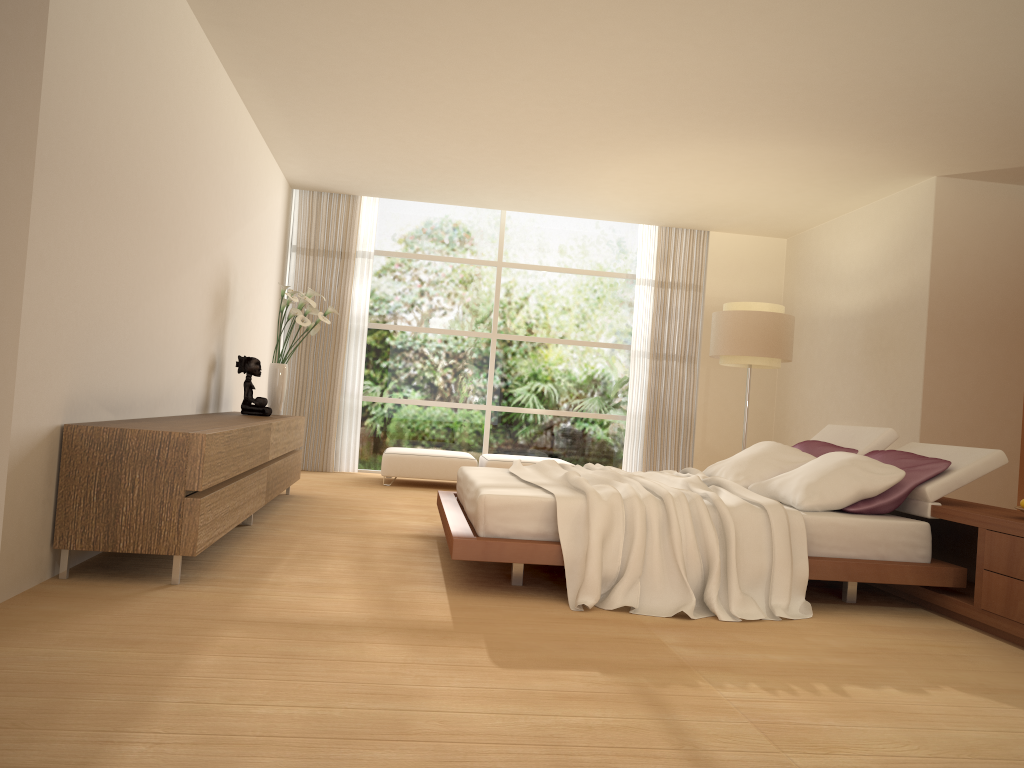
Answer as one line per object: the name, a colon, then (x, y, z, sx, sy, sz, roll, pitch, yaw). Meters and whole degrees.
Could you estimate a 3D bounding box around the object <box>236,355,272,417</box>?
object: (-1.971, 0.014, 6.793, 0.282, 0.453, 0.181, 4, -1, -7)

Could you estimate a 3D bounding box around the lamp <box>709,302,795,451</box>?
lamp: (2.250, 0.255, 8.496, 0.817, 2.018, 0.817, 3, -2, 36)

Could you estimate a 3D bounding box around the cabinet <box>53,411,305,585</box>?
cabinet: (-1.854, 0.553, 5.638, 0.588, 0.662, 3.713, 4, -1, -7)

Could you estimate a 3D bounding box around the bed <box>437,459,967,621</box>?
bed: (0.870, 0.796, 5.221, 2.535, 0.570, 2.599, 4, -1, -7)

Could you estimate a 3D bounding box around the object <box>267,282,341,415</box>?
object: (-1.762, -0.276, 7.320, 0.608, 1.085, 0.515, 3, -2, 41)

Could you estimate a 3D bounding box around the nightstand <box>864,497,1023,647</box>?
nightstand: (2.266, 0.921, 5.438, 0.493, 0.539, 4.220, 4, -1, -7)

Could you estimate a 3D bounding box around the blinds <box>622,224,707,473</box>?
blinds: (1.783, -0.404, 10.297, 0.814, 3.351, 0.202, 5, -1, -8)

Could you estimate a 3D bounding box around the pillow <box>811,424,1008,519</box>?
pillow: (2.241, 0.492, 5.445, 0.461, 0.457, 1.779, 5, -1, -7)

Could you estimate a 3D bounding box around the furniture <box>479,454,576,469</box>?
furniture: (0.150, 0.958, 9.419, 0.965, 0.346, 0.964, 4, -1, -7)

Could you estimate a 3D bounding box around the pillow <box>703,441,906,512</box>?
pillow: (1.643, 0.531, 5.357, 0.561, 0.339, 1.720, 4, -1, -7)

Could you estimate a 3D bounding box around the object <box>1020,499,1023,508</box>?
object: (2.479, 0.578, 4.062, 0.230, 0.084, 0.259, 5, -2, -37)

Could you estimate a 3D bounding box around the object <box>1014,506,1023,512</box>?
object: (2.485, 0.606, 4.046, 0.337, 0.053, 0.337, 4, -1, 7)

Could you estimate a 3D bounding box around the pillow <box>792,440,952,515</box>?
pillow: (1.911, 0.538, 5.396, 0.575, 0.369, 1.683, 4, -1, -7)

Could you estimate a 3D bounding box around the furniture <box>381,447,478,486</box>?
furniture: (-0.876, 0.877, 9.300, 0.965, 0.346, 0.964, 4, -1, -7)

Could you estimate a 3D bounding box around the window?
window: (-0.212, -0.561, 10.377, 4.781, 3.371, 0.071, 4, -1, -7)

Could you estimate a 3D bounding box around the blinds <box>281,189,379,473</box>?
blinds: (-2.068, -0.704, 9.903, 0.950, 3.352, 0.211, 5, -1, -8)
